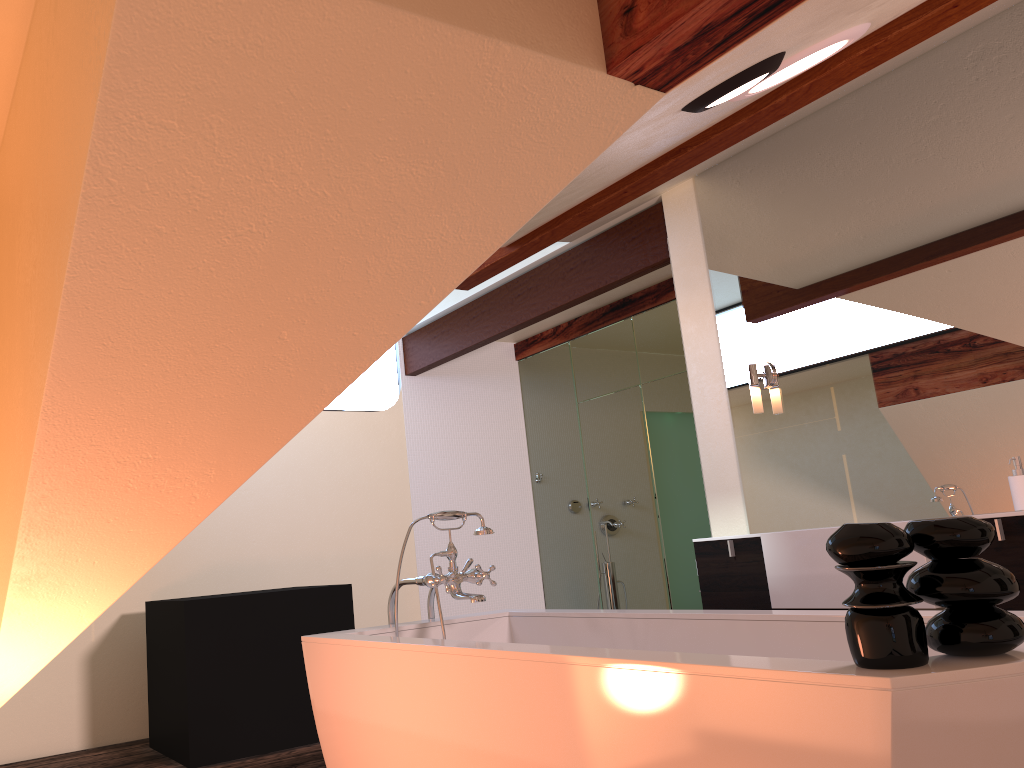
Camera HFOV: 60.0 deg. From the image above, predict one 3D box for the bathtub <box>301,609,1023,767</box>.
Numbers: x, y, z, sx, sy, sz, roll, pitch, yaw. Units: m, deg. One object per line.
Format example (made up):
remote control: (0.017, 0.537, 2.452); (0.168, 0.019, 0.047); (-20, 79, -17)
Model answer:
bathtub: (0.307, 1.005, 2.128); (0.799, 0.689, 2.230); (2, -14, -35)

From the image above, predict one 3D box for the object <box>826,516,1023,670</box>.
object: (0.610, 0.335, 1.315); (0.276, 0.227, 0.157); (-5, -10, -5)

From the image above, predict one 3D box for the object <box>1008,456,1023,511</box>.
object: (1.616, 0.351, 2.813); (0.080, 0.189, 0.074); (-6, -10, 4)

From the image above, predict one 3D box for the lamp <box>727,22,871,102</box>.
lamp: (0.693, -0.868, 2.163); (0.329, 0.170, 0.372); (4, -15, -39)

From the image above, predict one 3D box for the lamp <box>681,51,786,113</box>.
lamp: (0.475, -0.722, 1.912); (0.214, 0.129, 0.248); (4, -15, -39)

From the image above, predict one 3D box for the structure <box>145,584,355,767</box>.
structure: (-1.396, 1.678, 4.733); (0.870, 0.855, 0.806); (2, -13, -35)

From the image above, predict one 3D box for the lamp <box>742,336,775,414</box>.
lamp: (1.033, -0.042, 3.754); (0.083, 0.363, 0.132); (1, -12, -35)

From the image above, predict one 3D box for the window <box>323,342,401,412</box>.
window: (-0.717, -0.503, 4.521); (2.108, 0.671, 3.541); (3, -14, -35)

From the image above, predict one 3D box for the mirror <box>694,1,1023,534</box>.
mirror: (1.850, -0.536, 2.679); (0.011, 1.831, 3.255); (1, -13, -35)

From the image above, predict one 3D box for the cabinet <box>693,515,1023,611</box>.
cabinet: (1.442, 0.961, 2.872); (0.386, 0.916, 1.868); (1, -13, -35)

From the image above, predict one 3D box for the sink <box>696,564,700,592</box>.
sink: (1.251, 1.319, 4.344); (0.681, 0.780, 0.348); (2, -13, -35)

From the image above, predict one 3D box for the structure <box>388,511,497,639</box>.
structure: (-0.228, 1.040, 2.940); (0.384, 1.112, 0.558); (-2, -11, -21)

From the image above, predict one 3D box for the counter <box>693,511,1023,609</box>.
counter: (1.388, 0.642, 2.911); (0.442, 0.294, 1.868); (2, -14, -35)
